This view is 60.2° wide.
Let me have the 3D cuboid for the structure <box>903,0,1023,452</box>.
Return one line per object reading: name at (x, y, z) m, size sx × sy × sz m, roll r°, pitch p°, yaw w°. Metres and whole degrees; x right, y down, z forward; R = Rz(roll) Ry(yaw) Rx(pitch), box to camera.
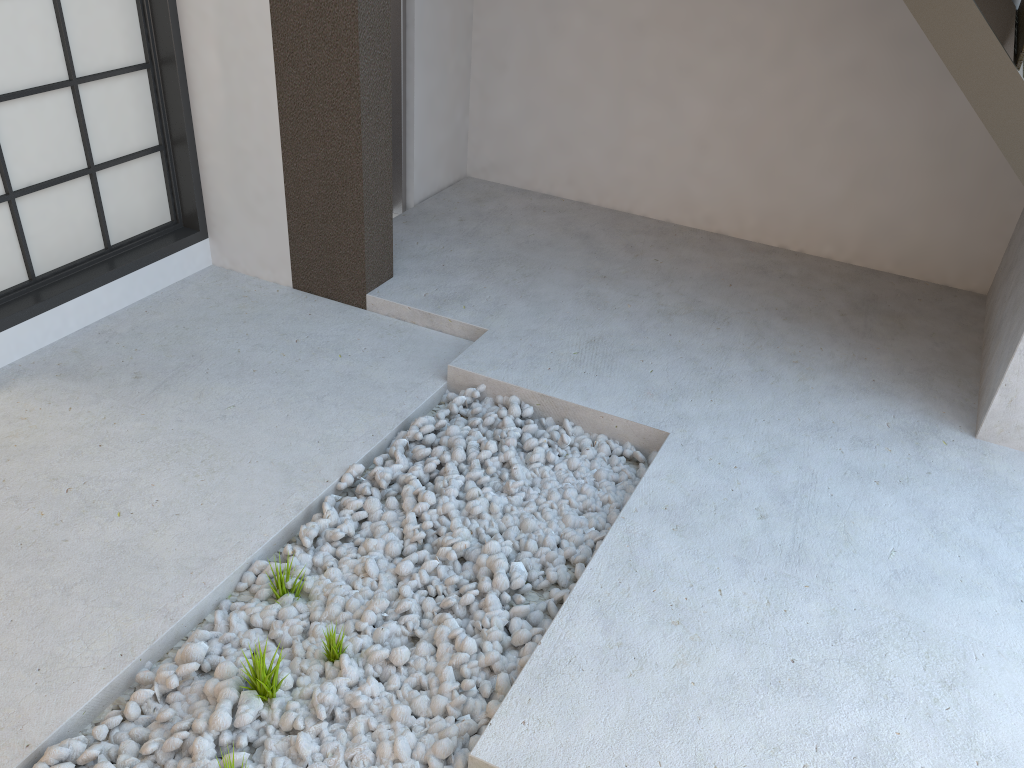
structure at (-0.375, -2.442, 2.543) m, size 6.485 × 4.128 × 1.118 m, roll 17°, pitch 36°, yaw 18°
